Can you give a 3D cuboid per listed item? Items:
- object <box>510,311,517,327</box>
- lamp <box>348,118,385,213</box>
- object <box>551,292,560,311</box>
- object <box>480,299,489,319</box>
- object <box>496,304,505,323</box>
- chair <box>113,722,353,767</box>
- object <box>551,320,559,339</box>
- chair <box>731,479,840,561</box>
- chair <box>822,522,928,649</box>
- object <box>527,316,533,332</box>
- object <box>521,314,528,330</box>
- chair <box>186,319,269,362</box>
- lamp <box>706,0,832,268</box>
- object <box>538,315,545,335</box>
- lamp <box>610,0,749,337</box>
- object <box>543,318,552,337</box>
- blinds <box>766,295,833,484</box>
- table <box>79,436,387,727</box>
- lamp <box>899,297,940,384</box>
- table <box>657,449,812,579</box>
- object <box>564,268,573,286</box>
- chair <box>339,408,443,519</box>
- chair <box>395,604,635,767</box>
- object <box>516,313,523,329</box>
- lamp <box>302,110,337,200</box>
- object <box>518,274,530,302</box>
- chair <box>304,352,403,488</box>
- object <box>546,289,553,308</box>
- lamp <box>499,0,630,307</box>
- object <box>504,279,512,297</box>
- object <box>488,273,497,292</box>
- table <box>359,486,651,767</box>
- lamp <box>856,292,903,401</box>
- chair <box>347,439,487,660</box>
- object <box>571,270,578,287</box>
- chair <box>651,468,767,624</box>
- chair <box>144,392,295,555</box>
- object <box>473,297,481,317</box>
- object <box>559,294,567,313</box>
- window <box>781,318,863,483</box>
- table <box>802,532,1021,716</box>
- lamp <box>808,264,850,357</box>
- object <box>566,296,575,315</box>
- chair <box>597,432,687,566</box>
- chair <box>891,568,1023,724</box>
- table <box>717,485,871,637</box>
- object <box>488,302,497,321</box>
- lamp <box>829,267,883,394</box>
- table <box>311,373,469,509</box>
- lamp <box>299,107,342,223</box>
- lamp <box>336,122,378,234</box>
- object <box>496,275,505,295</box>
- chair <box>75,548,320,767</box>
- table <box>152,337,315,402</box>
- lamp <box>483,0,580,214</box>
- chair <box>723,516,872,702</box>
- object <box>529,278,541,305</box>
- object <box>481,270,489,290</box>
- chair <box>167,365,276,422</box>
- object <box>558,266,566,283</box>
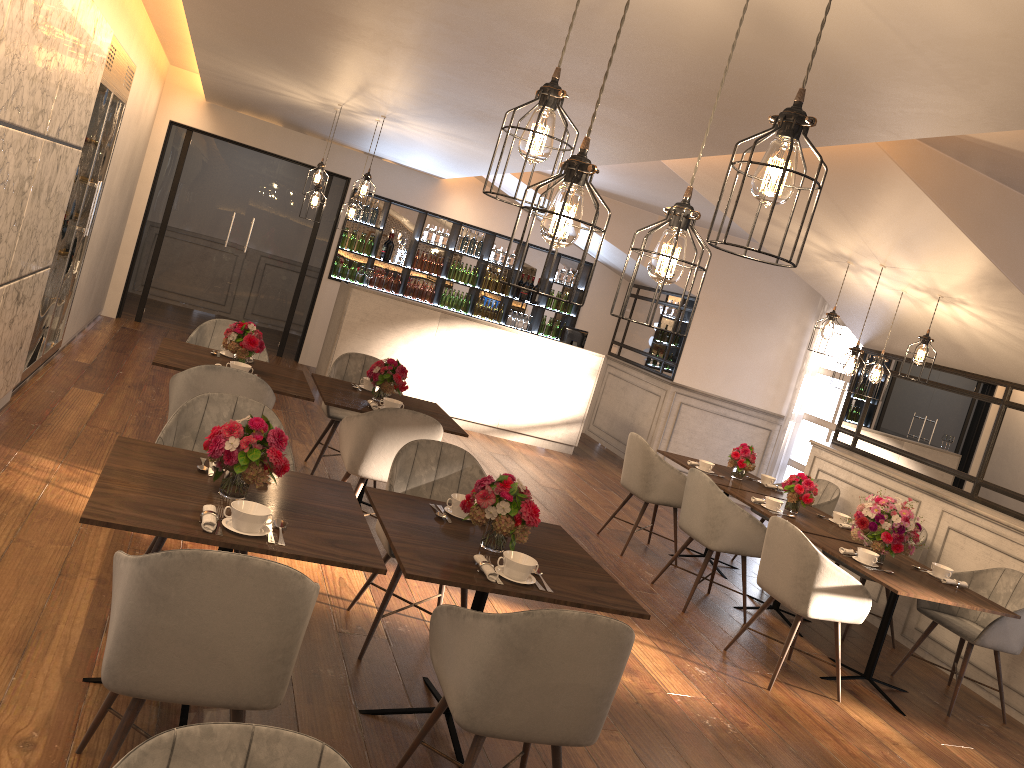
[{"bbox_3d":[0.017,-0.853,11.642,0.065,0.207,0.065,18,4,25],"label":"object"},{"bbox_3d":[-0.933,-2.382,7.019,0.174,2.064,0.176,16,3,-18],"label":"lamp"},{"bbox_3d":[0.588,-1.108,11.787,0.065,0.261,0.066,14,4,-41],"label":"object"},{"bbox_3d":[-0.345,-0.976,11.506,0.065,0.261,0.066,14,4,-41],"label":"object"},{"bbox_3d":[-0.144,-0.924,11.579,0.065,0.261,0.066,14,4,-41],"label":"object"},{"bbox_3d":[-0.473,1.029,1.245,0.562,0.870,0.531,15,4,-20],"label":"chair"},{"bbox_3d":[0.585,-0.736,11.843,0.065,0.261,0.066,14,4,-41],"label":"object"},{"bbox_3d":[2.254,1.159,7.194,0.523,0.870,0.570,15,4,-20],"label":"chair"},{"bbox_3d":[2.537,1.345,6.309,0.523,0.870,0.570,15,4,-20],"label":"chair"},{"bbox_3d":[0.230,-0.798,11.719,0.065,0.207,0.065,18,4,25],"label":"object"},{"bbox_3d":[0.159,-0.816,11.693,0.065,0.207,0.065,18,4,25],"label":"object"},{"bbox_3d":[-1.997,0.024,6.011,0.562,0.870,0.531,15,4,-20],"label":"chair"},{"bbox_3d":[0.767,-1.241,1.691,0.174,2.064,0.176,16,3,-18],"label":"lamp"},{"bbox_3d":[0.384,-0.789,11.770,0.065,0.262,0.066,14,4,-41],"label":"object"},{"bbox_3d":[0.613,-1.121,2.011,0.174,2.064,0.176,16,3,-18],"label":"lamp"},{"bbox_3d":[0.485,-0.762,11.807,0.065,0.261,0.066,14,4,-41],"label":"object"},{"bbox_3d":[3.353,0.270,9.374,0.133,2.690,1.392,16,4,-20],"label":"blinds"},{"bbox_3d":[-1.034,0.731,3.059,0.892,0.718,0.904,15,5,-20],"label":"table"},{"bbox_3d":[2.870,-1.014,5.628,0.174,2.064,0.176,16,3,-18],"label":"lamp"},{"bbox_3d":[1.629,1.073,7.001,0.892,0.718,0.904,15,5,-20],"label":"table"},{"bbox_3d":[0.760,-1.427,11.760,0.069,0.235,0.041,15,3,-20],"label":"object"},{"bbox_3d":[-0.738,0.509,5.070,0.562,0.870,0.531,15,4,-20],"label":"chair"},{"bbox_3d":[0.009,1.001,2.735,0.562,0.870,0.531,15,4,-20],"label":"chair"},{"bbox_3d":[0.088,-0.835,11.667,0.065,0.207,0.065,18,4,25],"label":"object"},{"bbox_3d":[-1.388,-2.564,7.412,0.174,2.064,0.176,16,3,-18],"label":"lamp"},{"bbox_3d":[0.177,-1.260,11.607,0.104,0.358,0.103,19,4,32],"label":"object"},{"bbox_3d":[-1.125,0.248,6.327,0.562,0.870,0.531,15,4,-20],"label":"chair"},{"bbox_3d":[0.488,-1.135,11.750,0.065,0.262,0.066,14,4,-41],"label":"object"},{"bbox_3d":[0.355,-1.172,1.784,0.174,2.064,0.176,16,3,-18],"label":"lamp"},{"bbox_3d":[-0.041,-1.270,11.559,0.065,0.261,0.066,14,4,-41],"label":"object"},{"bbox_3d":[-0.242,-1.321,11.486,0.065,0.261,0.066,14,4,-41],"label":"object"},{"bbox_3d":[-0.162,0.956,3.375,0.892,0.718,0.904,15,5,-20],"label":"table"},{"bbox_3d":[2.715,-0.895,5.948,0.174,2.064,0.176,16,3,-18],"label":"lamp"},{"bbox_3d":[-0.378,0.741,3.991,0.562,0.870,0.531,15,4,-20],"label":"chair"},{"bbox_3d":[0.851,-1.404,11.793,0.069,0.235,0.041,15,3,-20],"label":"object"},{"bbox_3d":[1.334,1.038,5.855,0.523,0.870,0.570,15,4,-20],"label":"chair"},{"bbox_3d":[-1.250,0.516,3.675,0.562,0.870,0.531,15,4,-20],"label":"chair"},{"bbox_3d":[-0.446,-1.001,11.469,0.065,0.261,0.066,14,4,-41],"label":"object"},{"bbox_3d":[0.689,-1.082,11.823,0.065,0.261,0.066,14,4,-41],"label":"object"},{"bbox_3d":[5.674,1.845,3.224,0.492,2.381,14.661,15,6,-24],"label":"window"},{"bbox_3d":[2.195,1.447,5.231,0.892,0.718,0.904,15,5,-20],"label":"table"},{"bbox_3d":[2.414,-1.196,6.021,0.174,2.064,0.176,16,3,-18],"label":"lamp"},{"bbox_3d":[0.789,-1.056,11.860,0.065,0.261,0.066,14,4,-41],"label":"object"},{"bbox_3d":[1.051,0.851,6.740,0.523,0.870,0.570,15,4,-20],"label":"chair"},{"bbox_3d":[2.820,1.532,5.424,0.523,0.870,0.570,15,4,-20],"label":"chair"},{"bbox_3d":[1.912,1.260,6.116,0.892,0.718,0.904,15,5,-20],"label":"table"},{"bbox_3d":[-0.245,-0.950,11.542,0.065,0.261,0.066,14,4,-41],"label":"object"},{"bbox_3d":[2.457,-0.946,5.722,0.174,2.064,0.176,16,3,-18],"label":"lamp"},{"bbox_3d":[-0.909,0.463,5.711,0.892,0.718,0.904,15,5,-20],"label":"table"},{"bbox_3d":[-1.345,-2.314,7.113,0.174,2.064,0.176,16,3,-18],"label":"lamp"},{"bbox_3d":[-1.087,-2.263,7.339,0.174,2.064,0.176,16,3,-18],"label":"lamp"},{"bbox_3d":[-0.141,-1.296,11.523,0.065,0.261,0.066,14,4,-41],"label":"object"},{"bbox_3d":[-0.864,0.777,2.418,0.562,0.870,0.531,15,4,-20],"label":"chair"},{"bbox_3d":[-1.782,0.239,5.395,0.892,0.718,0.904,15,5,-20],"label":"table"},{"bbox_3d":[0.311,-1.422,2.084,0.174,2.064,0.176,16,3,-18],"label":"lamp"},{"bbox_3d":[1.617,1.225,4.969,0.523,0.870,0.570,15,4,-20],"label":"chair"},{"bbox_3d":[0.321,-1.225,11.655,0.104,0.358,0.104,17,3,8],"label":"object"},{"bbox_3d":[-0.342,-1.347,11.450,0.065,0.261,0.066,14,4,-41],"label":"object"},{"bbox_3d":[-1.611,0.284,4.754,0.562,0.870,0.531,15,4,-20],"label":"chair"},{"bbox_3d":[0.668,-1.451,11.727,0.069,0.235,0.041,15,3,-20],"label":"object"}]
